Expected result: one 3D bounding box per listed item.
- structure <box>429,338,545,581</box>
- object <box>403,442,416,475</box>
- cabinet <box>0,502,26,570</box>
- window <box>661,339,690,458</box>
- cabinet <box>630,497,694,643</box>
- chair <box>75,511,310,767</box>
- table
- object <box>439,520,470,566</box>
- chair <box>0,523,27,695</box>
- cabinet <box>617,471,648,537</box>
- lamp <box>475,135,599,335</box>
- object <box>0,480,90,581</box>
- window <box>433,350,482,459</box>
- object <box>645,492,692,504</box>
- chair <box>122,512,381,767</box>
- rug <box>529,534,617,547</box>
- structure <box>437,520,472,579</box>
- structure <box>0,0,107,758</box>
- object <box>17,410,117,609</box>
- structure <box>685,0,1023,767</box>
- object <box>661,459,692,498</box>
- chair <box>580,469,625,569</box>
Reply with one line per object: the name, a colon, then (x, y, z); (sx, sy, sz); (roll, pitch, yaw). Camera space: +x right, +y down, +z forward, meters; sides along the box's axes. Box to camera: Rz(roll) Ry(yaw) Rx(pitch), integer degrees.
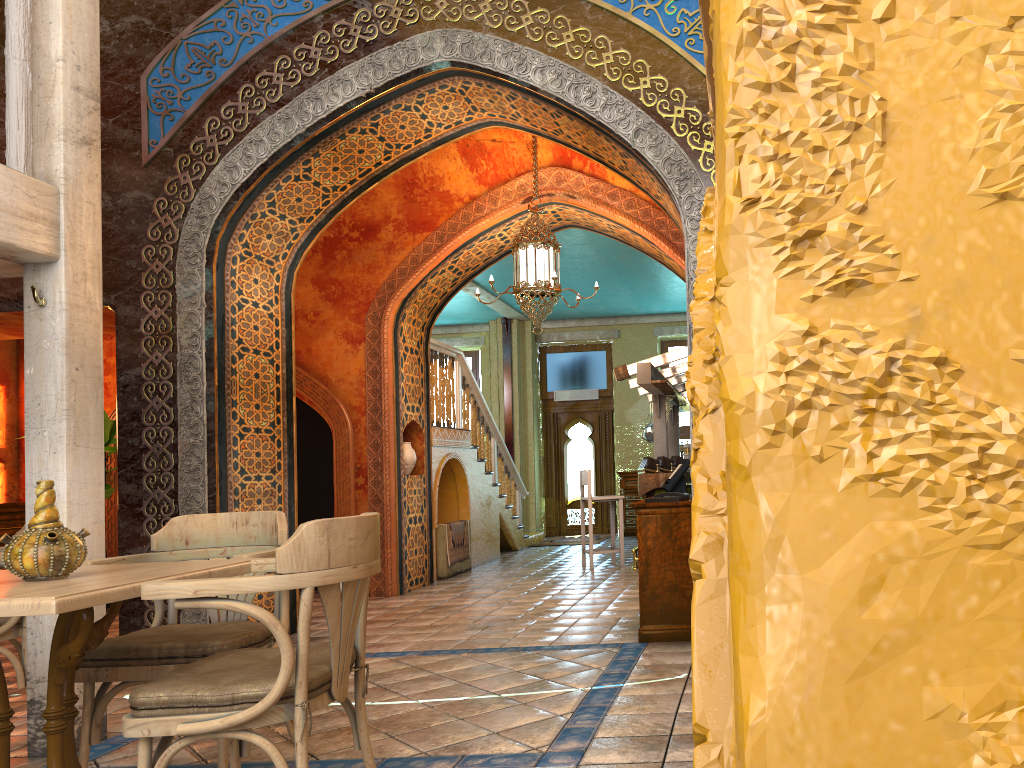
structure: (-1.078, 1.289, 13.639); (1.739, 3.137, 6.085); (-3, -5, 14)
object: (-1.274, 0.890, 10.160); (0.231, 0.384, 0.273); (-4, -3, 26)
cabinet: (-5.586, 1.871, 8.722); (0.595, 1.256, 1.521); (-3, -4, 14)
window: (3.843, 0.775, 17.398); (1.511, 3.417, 0.089); (-2, -1, 2)
cabinet: (1.331, 1.470, 7.008); (0.477, 1.051, 1.547); (-3, -5, 14)
chair: (-1.393, 1.175, 3.767); (0.767, 1.178, 0.712); (-3, -3, 7)
table: (-1.630, 1.171, 2.899); (1.031, 1.002, 1.085); (-3, -4, 9)
object: (-0.766, 2.123, 11.435); (0.146, 0.554, 0.915); (-3, -5, 15)
chair: (-2.938, 1.350, 4.718); (0.776, 1.178, 0.696); (-1, -3, -32)
cabinet: (2.699, 2.376, 16.957); (1.097, 1.302, 0.628); (-3, -2, 6)
lamp: (0.236, -1.682, 8.682); (1.261, 2.363, 1.154); (-3, -2, 9)
object: (-1.590, 0.497, 2.905); (0.219, 0.335, 0.245); (-3, -3, 18)
window: (-1.401, 1.042, 17.603); (1.511, 3.417, 0.089); (-2, -1, 2)
object: (1.192, 0.865, 6.470); (0.370, 0.086, 0.352); (-5, -6, 24)
chair: (-0.826, 1.061, 2.970); (0.698, 1.178, 0.784); (-2, -3, 4)
rug: (1.212, 2.993, 16.387); (1.274, 0.039, 2.482); (-4, -6, 13)
structure: (-0.768, 2.212, 11.449); (0.105, 0.687, 1.049); (-3, -5, 15)
structure: (-7.928, -1.314, 1.309); (9.626, 6.480, 7.086); (-3, -4, 7)
object: (-4.602, 1.326, 9.442); (1.062, 2.421, 1.348); (-4, -3, 34)
structure: (1.860, 0.058, 3.581); (1.778, 3.137, 6.693); (-3, -5, 15)
object: (1.330, 0.773, 6.929); (0.255, 0.317, 0.456); (-2, -5, 3)
chair: (1.240, 1.830, 11.672); (0.532, 1.335, 0.471); (-2, -2, -16)
